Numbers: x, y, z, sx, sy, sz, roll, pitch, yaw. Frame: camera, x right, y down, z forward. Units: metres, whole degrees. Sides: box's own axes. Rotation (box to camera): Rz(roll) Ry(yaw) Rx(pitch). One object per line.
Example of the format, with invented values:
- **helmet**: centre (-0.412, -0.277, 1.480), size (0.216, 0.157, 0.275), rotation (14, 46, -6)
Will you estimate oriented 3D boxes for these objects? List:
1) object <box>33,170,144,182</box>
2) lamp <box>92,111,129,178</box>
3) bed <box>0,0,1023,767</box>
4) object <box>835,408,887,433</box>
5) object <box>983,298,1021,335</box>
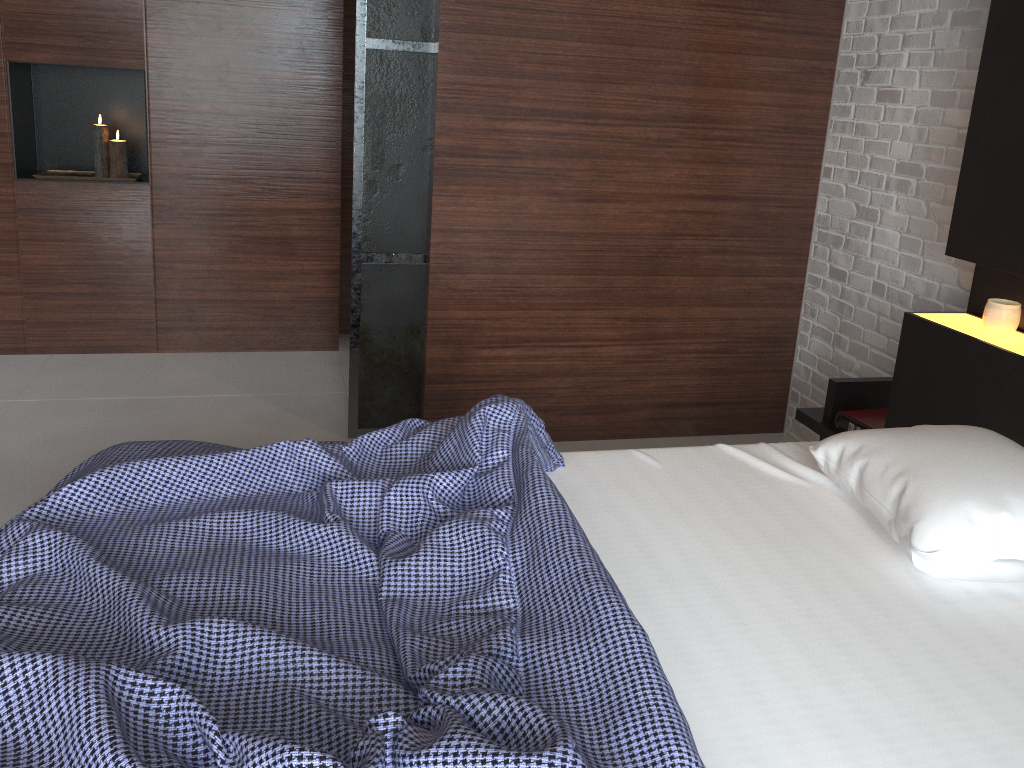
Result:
- **object**: centre (-1.908, -0.940, 3.997), size (0.427, 0.020, 0.236), rotation (-1, 19, -14)
- **lamp**: centre (-1.810, -1.072, 3.979), size (0.153, 0.292, 0.079), rotation (6, 15, 8)
- **bed**: centre (0.359, -0.149, 1.441), size (2.608, 2.001, 2.616), rotation (-1, 18, -14)
- **object**: centre (1.170, 0.147, 2.828), size (0.184, 0.082, 0.200), rotation (-3, 19, -19)
- **object**: centre (1.329, -0.118, 2.174), size (0.088, 0.084, 0.459), rotation (1, 19, -10)
